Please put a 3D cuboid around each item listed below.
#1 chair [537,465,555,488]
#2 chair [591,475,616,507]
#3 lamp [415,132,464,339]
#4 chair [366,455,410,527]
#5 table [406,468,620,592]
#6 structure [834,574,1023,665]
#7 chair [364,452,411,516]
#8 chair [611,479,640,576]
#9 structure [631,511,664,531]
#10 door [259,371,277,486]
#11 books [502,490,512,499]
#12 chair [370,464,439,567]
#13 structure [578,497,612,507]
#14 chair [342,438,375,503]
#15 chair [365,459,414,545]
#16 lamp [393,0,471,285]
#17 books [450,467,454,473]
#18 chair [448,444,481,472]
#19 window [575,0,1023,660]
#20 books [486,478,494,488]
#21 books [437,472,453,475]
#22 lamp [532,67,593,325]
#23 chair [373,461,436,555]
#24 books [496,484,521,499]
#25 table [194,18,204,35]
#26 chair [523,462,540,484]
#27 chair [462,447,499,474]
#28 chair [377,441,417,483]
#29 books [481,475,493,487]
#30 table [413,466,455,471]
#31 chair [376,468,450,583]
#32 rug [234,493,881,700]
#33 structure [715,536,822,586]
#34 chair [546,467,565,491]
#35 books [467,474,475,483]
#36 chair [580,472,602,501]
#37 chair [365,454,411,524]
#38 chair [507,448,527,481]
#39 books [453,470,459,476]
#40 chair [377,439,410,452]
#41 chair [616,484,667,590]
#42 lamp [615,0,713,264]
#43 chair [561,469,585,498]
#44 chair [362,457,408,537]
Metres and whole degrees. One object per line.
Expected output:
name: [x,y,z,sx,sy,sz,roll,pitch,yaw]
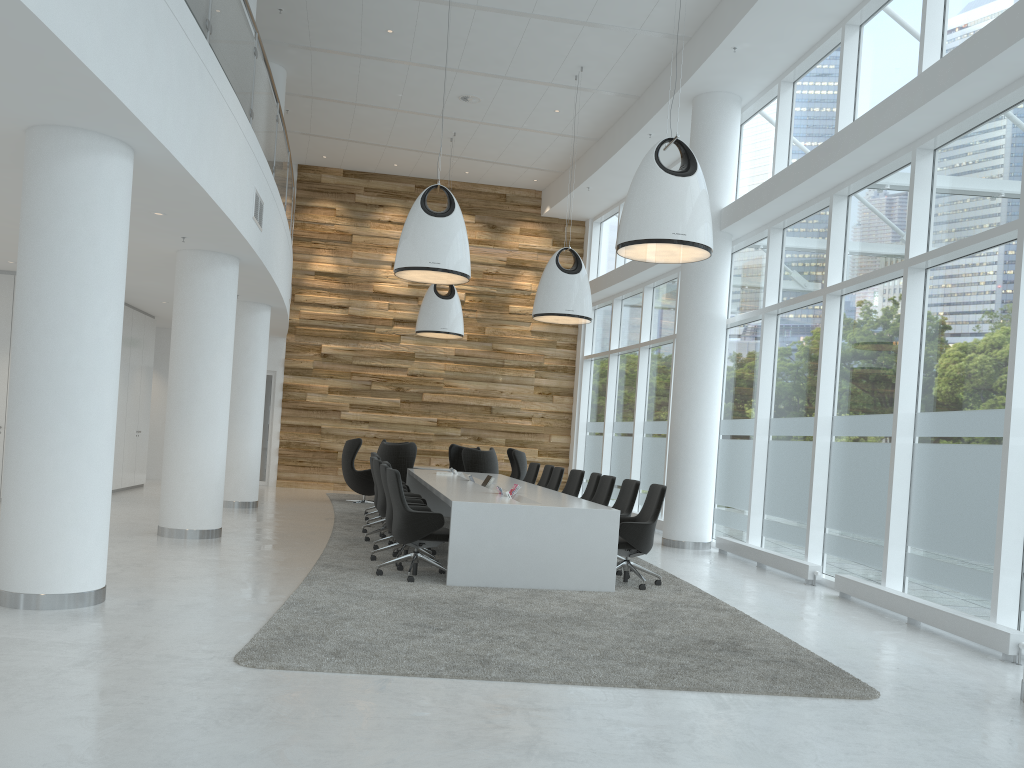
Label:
chair: [0.284,1.661,13.069,0.674,0.966,0.685,4,-1,-10]
chair: [0.825,1.503,10.020,0.674,0.966,0.685,4,-1,-10]
lamp: [-1.182,-2.685,15.964,0.882,3.647,0.886,4,0,29]
chair: [-1.583,1.457,11.888,0.674,0.966,0.685,4,-1,-10]
table: [-0.374,1.599,10.960,1.501,0.739,6.560,4,-4,-10]
structure: [3.352,1.890,7.325,0.150,0.213,2.692,4,-4,-5]
chair: [-1.877,1.540,13.494,0.674,0.966,0.685,4,-1,-5]
chair: [0.978,1.462,9.215,0.674,0.966,0.685,4,-1,-10]
structure: [2.291,2.267,14.348,0.150,0.213,2.690,4,-4,-11]
door: [-5.868,0.864,18.372,1.806,2.401,0.132,4,0,-8]
books: [-0.018,1.166,8.754,0.144,0.226,0.203,4,-1,-11]
chair: [-1.043,1.299,8.839,0.674,0.966,0.685,4,-1,-10]
structure: [1.583,2.415,17.428,0.150,0.213,2.689,4,-4,-14]
chair: [-2.577,1.547,15.797,0.918,1.152,0.913,4,-1,-20]
chair: [-1.353,1.375,10.358,0.675,0.966,0.685,4,-1,-15]
lamp: [-0.788,-3.033,10.118,0.882,3.647,0.886,4,0,35]
books: [-0.872,1.403,13.551,0.153,0.241,0.182,4,-1,-10]
chair: [-1.029,1.737,17.105,0.913,1.152,0.919,4,-1,10]
window: [-17.706,-2.213,12.380,62.790,6.139,30.916,2,-4,30]
books: [-0.331,1.283,11.175,0.158,0.241,0.352,4,-2,-10]
books: [-0.981,1.298,12.911,0.224,0.026,0.264,4,-4,0]
lamp: [0.851,-2.744,12.869,0.882,3.647,0.886,4,0,33]
chair: [-1.142,1.344,9.648,0.674,0.966,0.685,4,-1,-10]
books: [-0.042,1.186,9.252,0.230,0.275,0.598,4,-3,10]
table: [-3.108,-2.790,7.849,0.800,0.754,0.799,5,-2,-20]
chair: [0.098,1.703,13.925,0.675,0.966,0.685,4,-1,-15]
chair: [-0.677,1.633,15.105,0.915,1.152,0.916,3,-2,40]
chair: [-1.845,1.541,14.923,0.913,1.152,0.919,4,-1,10]
books: [-0.342,1.262,11.153,0.139,0.229,0.357,4,-2,-10]
table: [-1.449,1.861,15.993,0.798,0.696,0.801,3,-2,15]
chair: [-0.856,1.257,7.983,0.675,0.966,0.685,4,-1,-15]
rug: [-0.610,1.973,11.269,3.942,0.010,13.455,5,-4,-9]
structure: [2.974,2.066,10.479,0.150,0.213,2.691,4,-4,-8]
chair: [0.383,1.616,12.260,0.674,0.966,0.685,4,-1,-10]
books: [-0.501,1.295,11.487,0.153,0.238,0.190,4,-1,-10]
chair: [0.752,1.547,10.780,0.674,0.966,0.685,4,-1,-5]
chair: [-1.737,1.498,12.693,0.674,0.966,0.685,4,-1,-10]
chair: [-0.204,1.739,16.250,0.918,1.152,0.913,4,-1,-20]
books: [-0.807,1.393,13.219,0.139,0.223,0.162,4,-1,-10]
chair: [-2.174,1.645,16.897,0.915,1.152,0.916,3,-2,40]
chair: [1.119,1.420,8.414,0.674,0.966,0.685,4,-1,-5]
lamp: [1.508,-3.005,8.085,0.882,3.647,0.886,4,0,36]
chair: [0.595,1.585,11.550,0.675,0.966,0.685,4,-1,-15]
chair: [-1.510,1.413,11.128,0.674,0.966,0.685,4,-1,-5]
